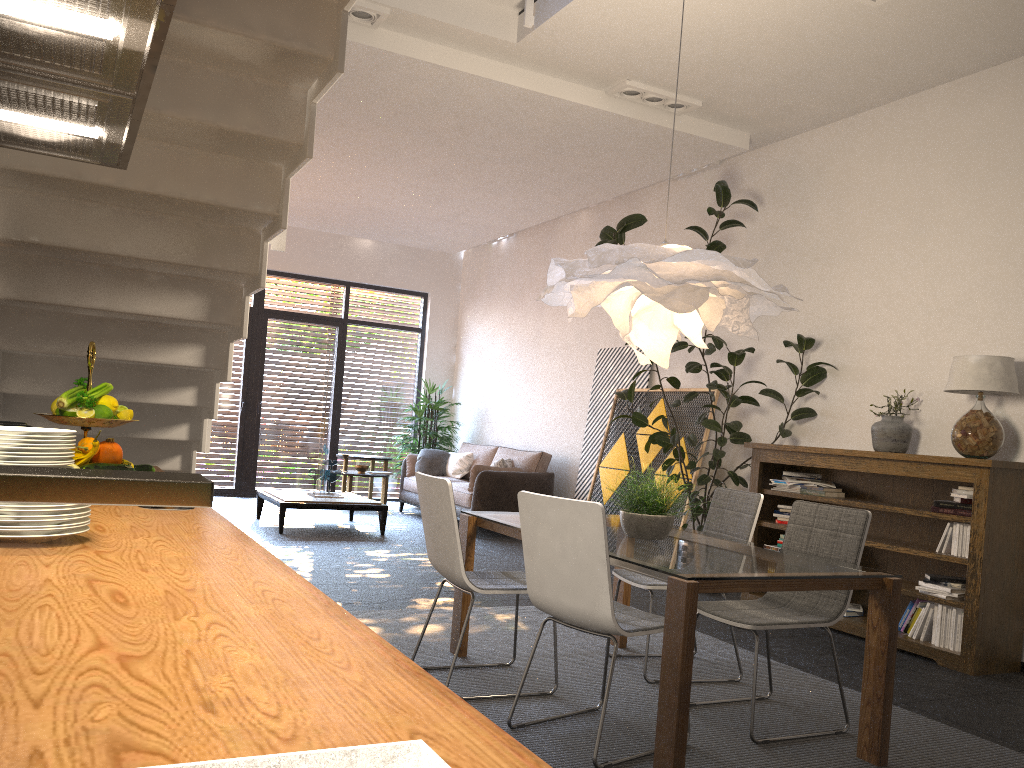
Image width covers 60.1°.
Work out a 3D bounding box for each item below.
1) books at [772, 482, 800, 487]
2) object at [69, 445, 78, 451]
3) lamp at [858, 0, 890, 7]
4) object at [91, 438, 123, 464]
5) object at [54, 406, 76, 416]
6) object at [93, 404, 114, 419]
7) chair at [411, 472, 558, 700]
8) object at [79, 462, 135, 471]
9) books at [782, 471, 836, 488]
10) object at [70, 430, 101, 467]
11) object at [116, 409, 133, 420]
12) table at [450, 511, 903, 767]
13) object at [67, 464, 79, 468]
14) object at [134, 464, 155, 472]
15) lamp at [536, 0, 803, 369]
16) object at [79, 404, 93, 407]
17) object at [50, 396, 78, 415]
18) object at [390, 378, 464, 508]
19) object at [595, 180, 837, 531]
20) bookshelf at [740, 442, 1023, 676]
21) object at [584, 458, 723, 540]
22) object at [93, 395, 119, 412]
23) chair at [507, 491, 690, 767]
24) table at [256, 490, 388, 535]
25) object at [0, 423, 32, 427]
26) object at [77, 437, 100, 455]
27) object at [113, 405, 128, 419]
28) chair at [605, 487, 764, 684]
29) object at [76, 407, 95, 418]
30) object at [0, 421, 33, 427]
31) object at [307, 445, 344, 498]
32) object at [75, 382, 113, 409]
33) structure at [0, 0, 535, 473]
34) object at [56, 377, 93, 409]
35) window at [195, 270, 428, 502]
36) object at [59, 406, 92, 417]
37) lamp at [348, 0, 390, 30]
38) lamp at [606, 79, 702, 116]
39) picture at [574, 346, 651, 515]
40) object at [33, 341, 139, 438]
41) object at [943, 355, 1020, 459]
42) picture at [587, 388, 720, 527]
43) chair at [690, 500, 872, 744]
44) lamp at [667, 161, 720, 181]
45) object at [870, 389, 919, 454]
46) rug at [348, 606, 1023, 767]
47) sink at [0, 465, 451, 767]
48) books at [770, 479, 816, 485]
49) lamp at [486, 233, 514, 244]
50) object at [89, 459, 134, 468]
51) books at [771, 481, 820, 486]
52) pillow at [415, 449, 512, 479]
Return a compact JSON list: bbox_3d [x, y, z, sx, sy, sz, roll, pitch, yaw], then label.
[{"bbox_3d":[2.038,0.716,6.260,0.318,0.011,0.253,2,-3,35],"label":"books"},{"bbox_3d":[-1.311,0.206,2.586,0.087,0.078,0.089,4,-1,8],"label":"object"},{"bbox_3d":[1.959,-2.041,4.346,0.254,0.066,0.644,6,-3,-27],"label":"lamp"},{"bbox_3d":[-1.212,0.206,2.653,0.087,0.093,0.085,5,-1,-22],"label":"object"},{"bbox_3d":[-1.326,0.089,2.639,0.066,0.061,0.063,5,-1,-18],"label":"object"},{"bbox_3d":[-1.208,0.090,2.604,0.065,0.060,0.062,5,-1,-31],"label":"object"},{"bbox_3d":[-0.127,0.875,3.935,0.602,0.919,0.474,5,0,-24],"label":"chair"},{"bbox_3d":[-1.196,0.252,2.591,0.054,0.044,0.217,4,-3,20],"label":"object"},{"bbox_3d":[2.080,0.683,6.220,0.322,0.109,0.273,4,-2,8],"label":"books"},{"bbox_3d":[-1.225,0.189,2.537,0.125,0.120,0.061,4,0,5],"label":"object"},{"bbox_3d":[-1.172,0.096,2.685,0.045,0.041,0.048,4,-2,24],"label":"object"},{"bbox_3d":[0.566,1.025,3.849,0.999,0.714,1.798,5,-2,-27],"label":"table"},{"bbox_3d":[-1.244,0.242,2.367,0.189,0.083,0.197,5,-2,-18],"label":"object"},{"bbox_3d":[-1.206,0.265,2.685,0.061,0.048,0.240,3,-3,44],"label":"object"},{"bbox_3d":[0.836,-2.655,3.836,1.119,5.213,1.060,4,0,-16],"label":"lamp"},{"bbox_3d":[-1.286,0.089,2.711,0.101,0.078,0.095,5,-2,-31],"label":"object"},{"bbox_3d":[-1.351,0.067,2.674,0.079,0.069,0.059,4,-1,1],"label":"object"},{"bbox_3d":[-1.124,0.768,11.632,0.912,1.723,0.980,4,0,28],"label":"object"},{"bbox_3d":[1.469,-0.002,6.825,2.008,3.200,0.909,4,0,41],"label":"object"},{"bbox_3d":[2.273,1.017,5.671,0.451,1.172,1.917,4,-2,-27],"label":"bookshelf"},{"bbox_3d":[0.614,0.505,3.862,0.532,0.367,0.667,5,-2,-32],"label":"object"},{"bbox_3d":[-1.217,0.062,2.652,0.068,0.058,0.071,5,-2,-27],"label":"object"},{"bbox_3d":[0.339,0.882,3.333,0.603,0.919,0.474,5,-1,-41],"label":"chair"},{"bbox_3d":[-1.934,1.283,8.906,1.051,0.307,1.114,6,-3,-27],"label":"table"},{"bbox_3d":[-1.174,0.182,2.007,0.172,0.184,0.172,4,-1,22],"label":"object"},{"bbox_3d":[-1.226,0.183,2.565,0.060,0.056,0.127,5,-2,-26],"label":"object"},{"bbox_3d":[-1.212,0.092,2.724,0.060,0.054,0.059,4,-1,7],"label":"object"},{"bbox_3d":[0.858,0.974,4.426,0.602,0.919,0.474,5,0,-17],"label":"chair"},{"bbox_3d":[-1.234,0.092,2.568,0.049,0.050,0.052,5,-1,-9],"label":"object"},{"bbox_3d":[-1.271,0.182,2.162,0.172,0.184,0.172,3,-1,40],"label":"object"},{"bbox_3d":[-0.580,-1.210,4.803,0.366,4.472,8.903,4,-2,-15],"label":"object"},{"bbox_3d":[-1.230,0.033,2.623,0.056,0.082,0.181,4,-2,2],"label":"object"},{"bbox_3d":[0.882,-2.813,2.734,4.241,8.309,8.450,4,-1,-27],"label":"structure"},{"bbox_3d":[-1.287,0.026,2.628,0.067,0.101,0.211,4,-2,-12],"label":"object"},{"bbox_3d":[-3.372,-0.044,11.419,4.951,3.028,0.459,5,0,-27],"label":"window"},{"bbox_3d":[-1.276,0.093,2.597,0.075,0.062,0.101,3,-2,45],"label":"object"},{"bbox_3d":[-1.060,-2.232,5.168,0.646,0.066,0.253,6,-3,-27],"label":"lamp"},{"bbox_3d":[1.001,-2.024,6.226,0.646,0.066,0.253,6,-3,-27],"label":"lamp"},{"bbox_3d":[0.944,0.632,8.638,0.208,2.019,0.956,4,0,-27],"label":"picture"},{"bbox_3d":[-1.271,0.085,2.650,0.352,0.425,0.351,5,-1,-33],"label":"object"},{"bbox_3d":[2.684,0.140,5.083,0.389,0.582,0.390,4,-1,32],"label":"object"},{"bbox_3d":[1.153,0.825,7.902,0.387,1.605,1.495,4,-1,-27],"label":"picture"},{"bbox_3d":[1.107,0.959,3.728,0.602,0.919,0.474,5,0,-27],"label":"chair"},{"bbox_3d":[1.513,-1.910,7.778,0.254,0.066,0.644,6,-3,-27],"label":"lamp"},{"bbox_3d":[2.418,0.233,5.645,0.275,0.412,0.386,4,-1,41],"label":"object"},{"bbox_3d":[0.536,1.378,3.868,2.375,0.006,3.682,6,-3,-27],"label":"rug"},{"bbox_3d":[-0.121,0.189,0.296,0.490,0.449,0.722,5,-2,-27],"label":"sink"},{"bbox_3d":[2.035,0.696,6.287,0.318,0.011,0.253,2,-4,40],"label":"books"},{"bbox_3d":[-0.235,-1.878,11.205,0.254,0.066,0.644,6,-3,-27],"label":"lamp"},{"bbox_3d":[-1.216,0.219,2.685,0.154,0.076,0.079,4,-1,8],"label":"object"},{"bbox_3d":[2.036,0.706,6.279,0.318,0.011,0.253,2,-3,35],"label":"books"},{"bbox_3d":[-0.565,0.956,10.147,0.619,0.343,1.891,5,-3,-27],"label":"pillow"}]
